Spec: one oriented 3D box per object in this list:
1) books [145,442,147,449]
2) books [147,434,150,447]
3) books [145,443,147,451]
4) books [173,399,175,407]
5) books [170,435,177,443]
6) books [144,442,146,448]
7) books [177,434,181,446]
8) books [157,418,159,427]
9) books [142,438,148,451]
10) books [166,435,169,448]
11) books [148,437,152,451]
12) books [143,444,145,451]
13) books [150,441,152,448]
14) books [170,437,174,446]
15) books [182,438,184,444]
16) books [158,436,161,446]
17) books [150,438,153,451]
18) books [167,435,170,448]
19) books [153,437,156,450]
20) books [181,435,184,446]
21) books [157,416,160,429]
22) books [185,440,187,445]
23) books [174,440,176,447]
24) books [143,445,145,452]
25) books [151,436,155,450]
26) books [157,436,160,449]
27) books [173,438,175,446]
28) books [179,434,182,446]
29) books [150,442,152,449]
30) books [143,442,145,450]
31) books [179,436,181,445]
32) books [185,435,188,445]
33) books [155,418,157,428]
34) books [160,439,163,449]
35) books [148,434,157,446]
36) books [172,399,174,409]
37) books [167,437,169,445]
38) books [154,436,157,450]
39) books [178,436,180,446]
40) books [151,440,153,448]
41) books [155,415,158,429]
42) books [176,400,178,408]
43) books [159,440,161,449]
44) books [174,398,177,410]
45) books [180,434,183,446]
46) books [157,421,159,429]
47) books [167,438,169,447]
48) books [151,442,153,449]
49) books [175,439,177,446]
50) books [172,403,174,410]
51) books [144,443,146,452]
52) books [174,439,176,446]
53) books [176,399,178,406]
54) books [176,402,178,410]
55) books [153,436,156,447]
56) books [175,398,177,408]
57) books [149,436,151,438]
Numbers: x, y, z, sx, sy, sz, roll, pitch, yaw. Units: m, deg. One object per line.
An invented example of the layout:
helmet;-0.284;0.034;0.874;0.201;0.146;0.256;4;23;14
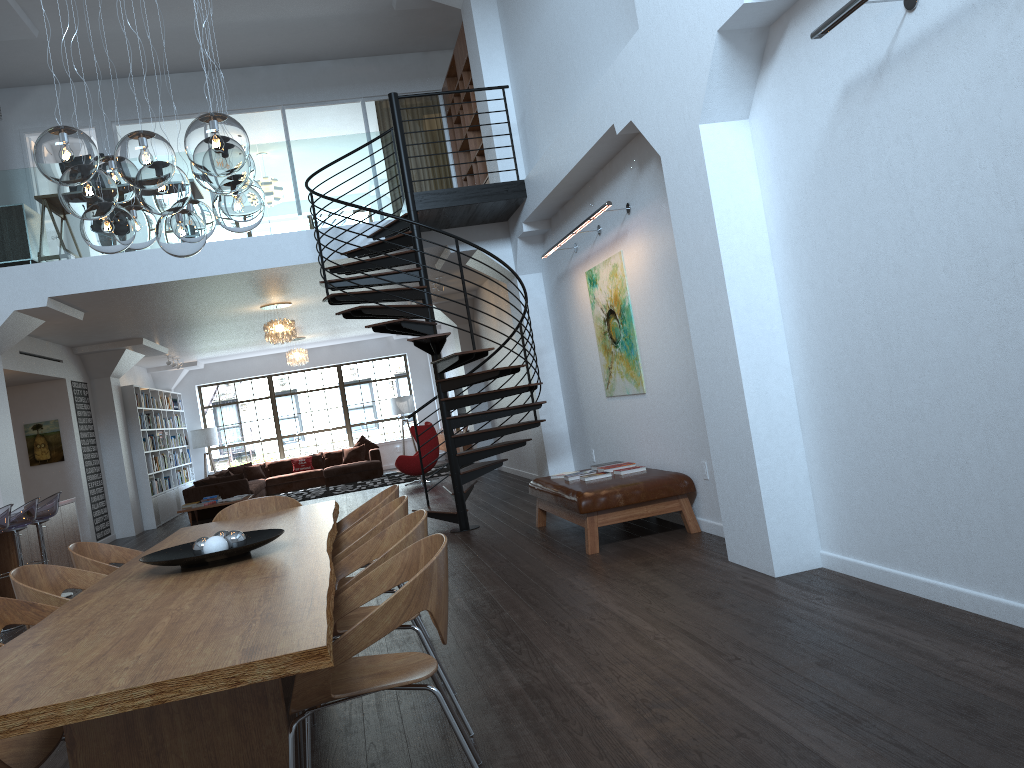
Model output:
books;-6.261;1.071;15.051;0.107;0.167;0.017;-9;-1;-11
books;-6.344;1.024;15.272;0.176;0.290;0.053;-9;-1;-11
books;-6.256;1.072;15.026;0.106;0.162;0.032;-9;-1;-11
books;-7.053;0.432;18.273;0.183;0.253;0.042;-9;-1;-11
books;-6.823;1.161;17.838;0.140;0.231;0.042;-9;-1;-11
books;-6.258;1.070;14.999;0.120;0.167;0.020;-9;-1;-11
books;-6.909;1.168;18.182;0.183;0.253;0.042;-9;-1;-11
books;-6.594;0.727;16.317;0.161;0.223;0.027;-9;-1;-11
books;-6.289;1.043;15.081;0.140;0.231;0.042;-9;-1;-11
books;-6.642;1.110;16.858;0.174;0.251;0.051;-9;-1;-11
books;-6.349;1.051;15.348;0.174;0.239;0.045;-9;-1;-11
books;-6.241;1.060;14.874;0.128;0.178;0.021;-9;-1;-11
books;-6.373;1.051;15.438;0.159;0.250;0.026;-9;-1;-11
books;-6.753;1.158;17.475;0.140;0.206;0.042;-9;-1;-11
books;-6.967;1.206;18.562;0.161;0.207;0.135;-9;-1;-12
books;-6.525;1.082;16.200;0.183;0.253;0.042;-9;-1;-11
books;-6.367;1.064;15.465;0.161;0.223;0.027;-9;-1;-11
books;-6.681;1.122;17.027;0.171;0.246;0.036;-9;-1;-11
books;-6.413;1.065;15.691;0.174;0.239;0.045;-9;-1;-11
books;-6.967;1.190;18.505;0.174;0.236;0.142;-9;-1;-12
books;-6.615;0.720;16.382;0.170;0.245;0.057;-9;-1;-11
books;-7.039;1.220;18.881;0.167;0.210;0.162;-9;-1;-11
books;-6.784;1.183;17.700;0.109;0.171;0.018;-9;-1;-11
books;-6.235;1.059;14.853;0.128;0.178;0.022;-9;-1;-11
books;-6.396;1.055;15.592;0.182;0.253;0.034;-9;-1;-11
books;-6.493;1.082;16.092;0.174;0.240;0.054;-9;-1;-11
books;-6.769;1.177;17.609;0.128;0.178;0.022;-9;-1;-11
books;-6.940;1.172;18.331;0.180;0.259;0.042;-9;-1;-11
books;-6.363;1.051;15.397;0.170;0.245;0.057;-9;-1;-11
books;-6.253;1.059;14.898;0.134;0.184;0.030;-9;-1;-11
books;-6.919;1.174;18.255;0.171;0.246;0.039;-9;-1;-11
books;-7.048;1.219;18.972;0.182;0.215;0.188;-9;-1;-11
books;-6.552;0.709;16.091;0.174;0.239;0.045;-9;-1;-11
books;-6.533;1.109;16.321;0.161;0.207;0.135;-9;-1;-12
books;-6.449;1.047;15.823;0.176;0.294;0.102;-9;-1;-11
books;-7.001;0.437;18.118;0.161;0.223;0.032;-9;-1;-11
books;-6.672;1.118;16.959;0.183;0.253;0.039;-9;-1;-11
books;-6.424;1.061;15.764;0.182;0.253;0.034;-9;-1;-11
books;-6.876;1.168;18.073;0.174;0.240;0.054;-9;-1;-11
books;-6.390;1.064;15.521;0.167;0.230;0.037;-9;-1;-11
books;-6.573;0.707;16.190;0.182;0.253;0.034;-9;-1;-11
books;-7.109;0.444;18.574;0.183;0.253;0.042;-9;-1;-11
books;-6.502;1.093;16.167;0.161;0.223;0.032;-9;-1;-11
books;-7.073;0.436;18.403;0.183;0.253;0.042;-9;-1;-11
books;-6.950;1.177;18.417;0.183;0.253;0.042;-9;-1;-11
books;-6.591;0.726;16.290;0.161;0.223;0.026;-9;-1;-11
books;-6.649;1.127;16.928;0.161;0.223;0.030;-9;-1;-11
books;-6.375;1.065;15.491;0.161;0.223;0.026;-9;-1;-11
books;-6.790;1.190;17.782;0.106;0.162;0.032;-9;-1;-11
books;-7.003;0.437;18.085;0.161;0.223;0.033;-9;-1;-11
books;-6.247;1.074;14.963;0.110;0.153;0.019;-9;-1;-11
books;-6.781;1.192;17.719;0.110;0.153;0.019;-9;-1;-11
books;-7.115;0.446;18.617;0.183;0.253;0.042;-9;-1;-11
books;-7.098;0.442;18.531;0.183;0.253;0.042;-9;-1;-11
books;-6.428;1.062;15.728;0.182;0.253;0.034;-9;-1;-11
books;-7.090;0.440;18.488;0.183;0.253;0.042;-9;-1;-11
books;-6.412;1.057;15.554;0.182;0.253;0.034;-9;-1;-11
